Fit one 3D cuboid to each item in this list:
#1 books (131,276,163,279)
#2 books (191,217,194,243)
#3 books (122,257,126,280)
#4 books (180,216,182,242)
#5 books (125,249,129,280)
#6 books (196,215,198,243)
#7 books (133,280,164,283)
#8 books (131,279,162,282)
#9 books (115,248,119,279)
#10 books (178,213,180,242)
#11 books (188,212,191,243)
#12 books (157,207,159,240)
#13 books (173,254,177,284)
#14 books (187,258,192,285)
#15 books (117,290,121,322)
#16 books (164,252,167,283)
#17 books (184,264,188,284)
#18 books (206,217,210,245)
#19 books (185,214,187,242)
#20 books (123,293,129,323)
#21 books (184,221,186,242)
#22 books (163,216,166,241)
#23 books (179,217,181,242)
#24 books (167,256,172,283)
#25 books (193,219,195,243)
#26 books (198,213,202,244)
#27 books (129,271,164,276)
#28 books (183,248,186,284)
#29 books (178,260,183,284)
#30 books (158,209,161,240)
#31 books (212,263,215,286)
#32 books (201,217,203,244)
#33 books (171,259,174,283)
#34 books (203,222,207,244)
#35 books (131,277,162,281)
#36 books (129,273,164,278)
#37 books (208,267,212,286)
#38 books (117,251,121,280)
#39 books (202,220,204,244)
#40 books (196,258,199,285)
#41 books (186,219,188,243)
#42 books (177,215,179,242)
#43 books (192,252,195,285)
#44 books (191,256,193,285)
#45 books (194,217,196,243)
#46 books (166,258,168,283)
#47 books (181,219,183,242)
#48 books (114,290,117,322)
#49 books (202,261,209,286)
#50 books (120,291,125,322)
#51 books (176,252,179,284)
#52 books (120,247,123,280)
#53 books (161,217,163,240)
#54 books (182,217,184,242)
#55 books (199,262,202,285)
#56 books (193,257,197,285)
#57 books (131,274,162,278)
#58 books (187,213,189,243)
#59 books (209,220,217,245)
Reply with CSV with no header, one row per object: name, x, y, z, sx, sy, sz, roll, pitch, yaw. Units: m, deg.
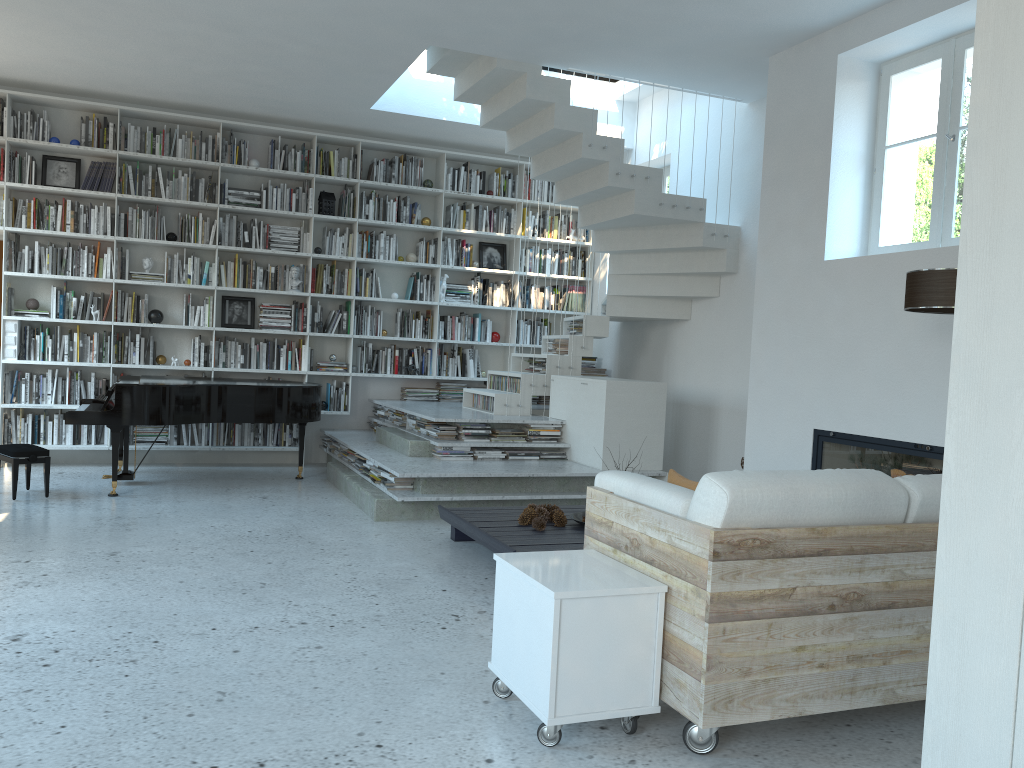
books,-3.279,-0.951,7.956,0.254,0.012,0.160,2,2,-27
books,-2.903,-1.385,8.055,0.013,0.244,0.188,2,3,-22
books,-3.455,-1.020,7.894,0.034,0.210,0.136,2,3,-22
books,-3.001,-1.387,8.028,0.005,0.240,0.173,2,3,-22
books,-3.425,-1.053,7.898,0.021,0.278,0.136,2,3,-22
books,-2.878,-1.396,8.089,0.004,0.265,0.141,2,3,-22
books,-3.283,-0.915,7.964,0.285,0.012,0.159,2,2,-24
books,-3.284,-0.927,7.967,0.254,0.012,0.160,2,2,-22
books,-3.506,-1.059,7.870,0.012,0.285,0.159,2,3,-22
books,-3.022,-1.407,8.048,0.012,0.276,0.129,2,3,-22
books,-2.935,-1.409,8.077,0.033,0.288,0.155,2,3,-22
books,-3.182,-1.426,7.971,0.005,0.306,0.162,2,3,-22
books,-3.056,-1.034,8.043,0.022,0.267,0.151,2,3,-22
books,-2.942,-1.019,8.081,0.028,0.247,0.170,2,3,-22
books,-3.492,-0.691,7.890,0.025,0.284,0.145,2,3,-22
books,-3.128,-1.045,8.005,0.012,0.285,0.159,2,3,-22
books,-2.975,-0.992,8.090,0.025,0.189,0.140,2,3,-22
books,-2.788,-1.387,8.120,0.022,0.257,0.155,2,3,-22
books,-2.966,-1.400,8.065,0.009,0.267,0.149,2,3,-22
books,-3.440,-0.678,7.910,0.036,0.263,0.166,2,3,-22
books,-2.973,-1.367,8.055,0.011,0.200,0.162,2,3,-22
books,-3.130,-1.387,7.991,0.031,0.232,0.147,2,3,-22
books,-3.014,-1.388,8.049,0.005,0.239,0.145,2,3,-22
books,-3.098,-1.025,8.013,0.030,0.247,0.174,2,3,-22
books,-2.905,-1.383,8.093,0.011,0.236,0.130,2,3,-22
books,-2.849,-1.403,8.093,0.022,0.285,0.189,2,3,-22
books,-3.278,-0.987,7.956,0.285,0.012,0.159,2,2,-26
books,-2.982,-1.062,8.067,0.010,0.330,0.173,2,3,-22
books,-3.015,-1.011,8.066,0.048,0.225,0.149,2,3,-22
books,-3.163,-1.415,7.957,0.011,0.287,0.188,2,3,-22
books,-2.756,-0.998,8.175,0.026,0.217,0.126,2,3,-22
books,-2.838,-1.389,8.106,0.010,0.257,0.140,2,3,-22
books,-3.084,-1.015,8.050,0.024,0.227,0.137,2,3,-22
books,-2.814,-1.368,8.121,0.024,0.216,0.142,2,3,-22
books,-3.280,-0.939,7.959,0.254,0.012,0.160,2,2,-26
books,-3.280,-0.976,7.961,0.285,0.012,0.159,2,2,-20
books,-2.780,-0.981,8.164,0.027,0.181,0.141,2,3,-22
books,-3.488,-1.045,7.872,0.024,0.257,0.133,2,3,-22
books,-2.830,-1.375,8.114,0.011,0.230,0.165,2,3,-22
books,-2.883,-1.022,8.126,0.022,0.256,0.152,2,3,-22
books,-2.948,-1.373,8.039,0.006,0.216,0.181,2,3,-22
books,-3.028,-1.396,8.038,0.005,0.254,0.160,2,3,-22
books,-2.911,-1.045,8.090,0.011,0.301,0.178,2,3,-22
books,-2.919,-1.027,8.079,0.012,0.265,0.192,2,3,-22
books,-2.888,-1.390,8.086,0.017,0.253,0.139,2,3,-22
books,-3.124,-1.019,8.023,0.010,0.232,0.154,2,3,-22
books,-2.999,-1.376,8.048,0.013,0.216,0.149,2,3,-22
books,-3.524,-0.692,7.888,0.012,0.285,0.159,2,3,-22
books,-2.813,-1.005,8.130,0.060,0.227,0.179,2,3,-22
books,-3.471,-0.685,7.904,0.026,0.275,0.154,2,3,-22
books,-3.035,-1.042,8.039,0.012,0.286,0.167,2,3,-22
books,-3.477,-1.065,7.894,0.011,0.298,0.135,2,3,-22
books,-3.157,-1.382,7.991,0.012,0.218,0.151,2,3,-22
books,-2.981,-1.384,8.027,0.005,0.236,0.178,2,3,-22
books,-2.862,-1.003,8.136,0.026,0.219,0.149,2,3,-22
books,-2.896,-1.024,8.098,0.023,0.260,0.170,2,3,-22
books,-3.280,-0.963,7.959,0.254,0.012,0.160,2,2,-25
books,-2.949,-1.403,8.060,0.005,0.275,0.157,2,3,-22
books,-2.741,-1.375,8.116,0.064,0.237,0.208,2,3,-22
